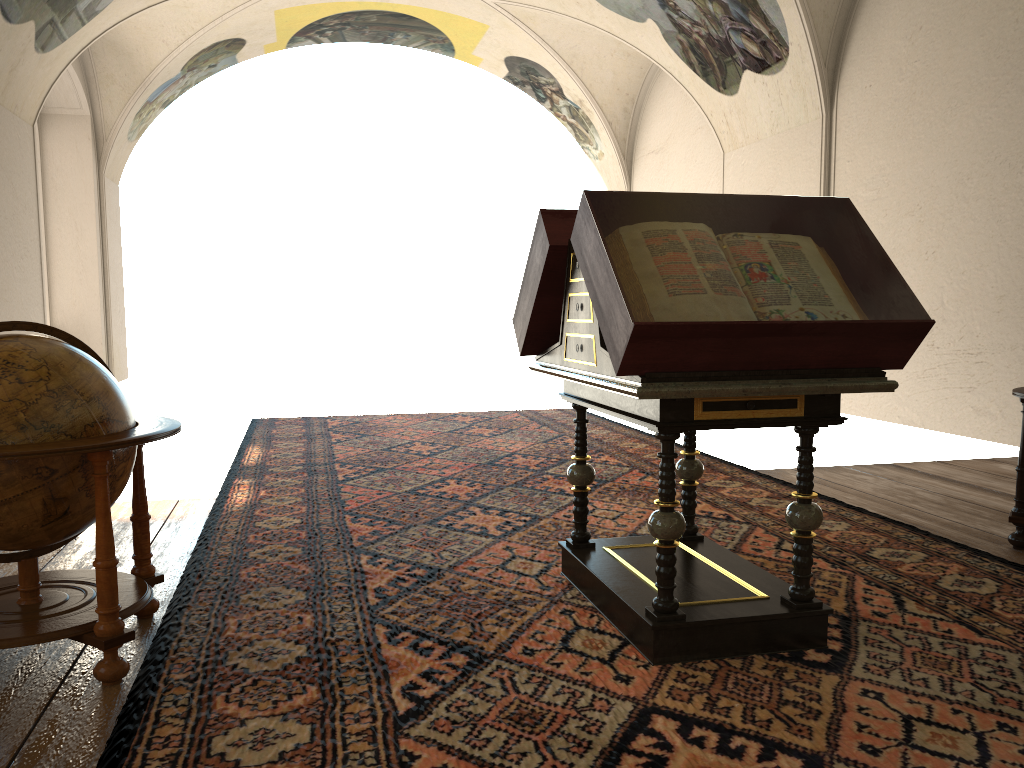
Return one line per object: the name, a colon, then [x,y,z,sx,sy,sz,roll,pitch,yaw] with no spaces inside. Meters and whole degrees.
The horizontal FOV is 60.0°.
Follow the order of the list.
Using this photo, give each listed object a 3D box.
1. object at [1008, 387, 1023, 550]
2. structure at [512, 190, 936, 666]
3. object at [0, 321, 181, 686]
object: [3.604,0.319,5.113,1.278,1.451,1.277,4,7,39]
structure: [0.826,0.139,4.263,1.245,1.985,1.888,-2,6,-13]
object: [-2.079,0.458,3.775,1.278,1.451,1.277,2,6,24]
